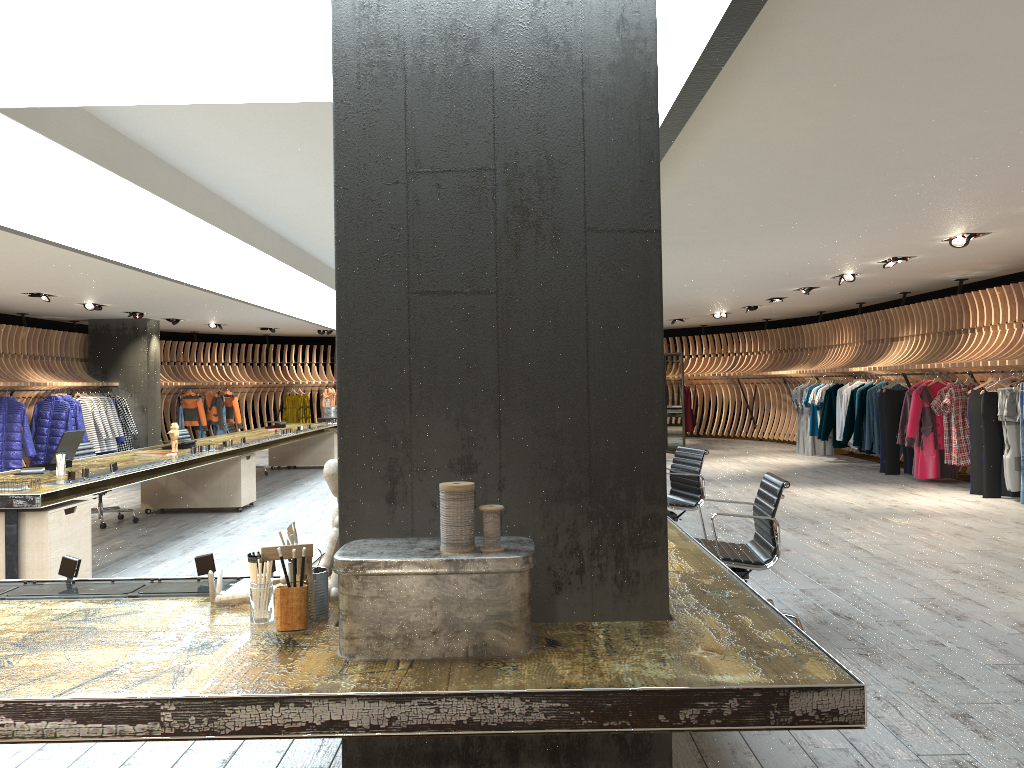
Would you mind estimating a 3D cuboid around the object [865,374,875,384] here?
[{"bbox_3d":[5.579,-0.020,13.795,0.525,0.270,0.012,-1,-1,5],"label":"object"}]

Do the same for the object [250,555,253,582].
[{"bbox_3d":[-0.709,0.552,2.431,0.007,0.170,0.030,-1,-1,11],"label":"object"}]

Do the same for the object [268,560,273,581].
[{"bbox_3d":[-0.671,0.552,2.444,0.030,0.170,0.007,0,-1,-33],"label":"object"}]

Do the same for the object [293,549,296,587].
[{"bbox_3d":[-0.576,0.537,2.350,0.008,0.207,0.054,-1,-1,-13],"label":"object"}]

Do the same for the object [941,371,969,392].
[{"bbox_3d":[5.569,-0.024,10.997,0.525,0.270,0.012,-1,-1,0],"label":"object"}]

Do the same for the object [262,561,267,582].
[{"bbox_3d":[-0.681,0.552,2.428,0.030,0.170,0.007,-1,-1,20],"label":"object"}]

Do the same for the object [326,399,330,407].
[{"bbox_3d":[-3.843,0.425,18.927,0.262,0.204,0.088,-1,-1,-1],"label":"object"}]

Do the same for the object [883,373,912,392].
[{"bbox_3d":[5.571,-0.020,12.678,0.525,0.270,0.012,-1,-1,5],"label":"object"}]

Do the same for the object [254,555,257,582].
[{"bbox_3d":[-0.701,0.552,2.426,0.007,0.170,0.030,-1,-1,-16],"label":"object"}]

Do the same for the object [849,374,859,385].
[{"bbox_3d":[5.582,-0.024,14.363,0.525,0.270,0.012,-1,-1,5],"label":"object"}]

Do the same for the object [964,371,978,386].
[{"bbox_3d":[5.563,-0.017,10.784,0.524,0.286,0.015,-1,-1,-15],"label":"object"}]

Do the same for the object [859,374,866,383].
[{"bbox_3d":[5.583,-0.025,14.129,0.525,0.270,0.012,-1,-1,0],"label":"object"}]

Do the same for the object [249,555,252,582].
[{"bbox_3d":[-0.711,0.552,2.435,0.007,0.170,0.030,-1,-1,23],"label":"object"}]

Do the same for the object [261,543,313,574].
[{"bbox_3d":[-0.617,0.545,2.434,0.138,0.209,0.034,-1,-1,-20],"label":"object"}]

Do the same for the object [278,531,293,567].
[{"bbox_3d":[-0.611,0.530,2.488,0.084,0.240,0.009,-1,-1,-23],"label":"object"}]

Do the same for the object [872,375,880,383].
[{"bbox_3d":[5.575,-0.022,13.592,0.525,0.270,0.012,-1,-1,0],"label":"object"}]

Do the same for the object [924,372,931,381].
[{"bbox_3d":[5.570,-0.023,11.891,0.525,0.270,0.012,-1,-1,0],"label":"object"}]

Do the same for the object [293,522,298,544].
[{"bbox_3d":[-0.593,0.514,2.473,0.008,0.267,0.060,-1,-1,17],"label":"object"}]

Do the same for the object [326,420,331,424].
[{"bbox_3d":[-3.153,0.671,15.765,0.302,0.074,0.217,-1,0,-5],"label":"object"}]

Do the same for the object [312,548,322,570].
[{"bbox_3d":[-0.560,0.547,2.477,0.081,0.198,0.050,-1,-1,25],"label":"object"}]

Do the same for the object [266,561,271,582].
[{"bbox_3d":[-0.674,0.552,2.435,0.030,0.170,0.007,-1,-1,-6],"label":"object"}]

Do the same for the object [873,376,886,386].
[{"bbox_3d":[5.593,-0.021,13.481,0.525,0.270,0.012,-1,-1,0],"label":"object"}]

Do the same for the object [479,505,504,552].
[{"bbox_3d":[-0.049,0.351,2.159,0.062,0.109,0.062,-1,-1,-30],"label":"object"}]

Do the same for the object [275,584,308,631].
[{"bbox_3d":[-0.588,0.591,2.367,0.084,0.111,0.083,-1,-1,-13],"label":"object"}]

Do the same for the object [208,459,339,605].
[{"bbox_3d":[-0.689,0.446,2.686,0.431,0.429,0.195,-1,-1,-4],"label":"object"}]

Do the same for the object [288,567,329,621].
[{"bbox_3d":[-0.570,0.588,2.487,0.108,0.128,0.108,-1,-1,15],"label":"object"}]

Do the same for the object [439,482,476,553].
[{"bbox_3d":[-0.135,0.347,2.263,0.088,0.204,0.262,-1,0,-1],"label":"object"}]

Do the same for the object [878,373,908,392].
[{"bbox_3d":[5.582,-0.021,12.858,0.525,0.270,0.012,-1,-1,25],"label":"object"}]

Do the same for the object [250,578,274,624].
[{"bbox_3d":[-0.690,0.597,2.445,0.061,0.111,0.061,-1,-1,-11],"label":"object"}]

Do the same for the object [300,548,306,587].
[{"bbox_3d":[-0.561,0.536,2.362,0.008,0.207,0.054,0,-1,-35],"label":"object"}]

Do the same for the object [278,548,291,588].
[{"bbox_3d":[-0.593,0.537,2.354,0.054,0.207,0.008,-1,-1,-17],"label":"object"}]

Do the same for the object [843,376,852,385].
[{"bbox_3d":[5.580,-0.016,14.737,0.525,0.270,0.012,-1,-1,5],"label":"object"}]

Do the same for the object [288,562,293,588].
[{"bbox_3d":[-0.596,0.560,2.398,0.018,0.158,0.011,-1,-1,18],"label":"object"}]

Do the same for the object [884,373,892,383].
[{"bbox_3d":[5.576,-0.022,13.157,0.525,0.270,0.012,-1,-1,10],"label":"object"}]

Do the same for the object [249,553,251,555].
[{"bbox_3d":[-0.713,0.553,2.454,0.030,0.170,0.007,-1,-1,-14],"label":"object"}]

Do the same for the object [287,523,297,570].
[{"bbox_3d":[-0.597,0.517,2.473,0.012,0.264,0.062,-2,-1,42],"label":"object"}]

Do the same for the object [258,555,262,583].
[{"bbox_3d":[-0.691,0.552,2.424,0.007,0.170,0.030,0,-1,-43],"label":"object"}]

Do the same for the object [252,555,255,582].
[{"bbox_3d":[-0.705,0.552,2.428,0.007,0.170,0.030,-1,-1,-4],"label":"object"}]

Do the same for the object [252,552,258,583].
[{"bbox_3d":[-0.706,0.552,2.462,0.030,0.170,0.007,-1,-1,13],"label":"object"}]

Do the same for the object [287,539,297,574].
[{"bbox_3d":[-0.600,0.539,2.482,0.009,0.222,0.082,-2,-1,29],"label":"object"}]

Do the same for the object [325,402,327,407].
[{"bbox_3d":[-3.947,0.434,18.841,0.062,0.109,0.062,0,-1,-34],"label":"object"}]

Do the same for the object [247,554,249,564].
[{"bbox_3d":[-0.714,0.553,2.445,0.030,0.170,0.007,0,-1,-40],"label":"object"}]

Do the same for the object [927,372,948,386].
[{"bbox_3d":[5.591,-0.023,11.645,0.525,0.270,0.012,-1,-1,10],"label":"object"}]

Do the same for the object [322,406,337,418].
[{"bbox_3d":[-3.878,0.605,18.978,0.303,0.239,0.497,-1,0,1],"label":"object"}]

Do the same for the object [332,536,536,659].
[{"bbox_3d":[-0.186,0.527,2.222,0.498,0.239,0.303,-1,0,1],"label":"object"}]

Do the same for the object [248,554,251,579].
[{"bbox_3d":[-0.714,0.553,2.440,0.007,0.170,0.030,-2,-1,37],"label":"object"}]

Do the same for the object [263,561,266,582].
[{"bbox_3d":[-0.688,0.552,2.467,0.007,0.170,0.030,-1,-1,-23],"label":"object"}]

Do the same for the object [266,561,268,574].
[{"bbox_3d":[-0.679,0.552,2.462,0.007,0.170,0.030,-1,-1,3],"label":"object"}]

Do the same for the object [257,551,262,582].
[{"bbox_3d":[-0.698,0.552,2.467,0.030,0.170,0.007,-2,-1,40],"label":"object"}]
